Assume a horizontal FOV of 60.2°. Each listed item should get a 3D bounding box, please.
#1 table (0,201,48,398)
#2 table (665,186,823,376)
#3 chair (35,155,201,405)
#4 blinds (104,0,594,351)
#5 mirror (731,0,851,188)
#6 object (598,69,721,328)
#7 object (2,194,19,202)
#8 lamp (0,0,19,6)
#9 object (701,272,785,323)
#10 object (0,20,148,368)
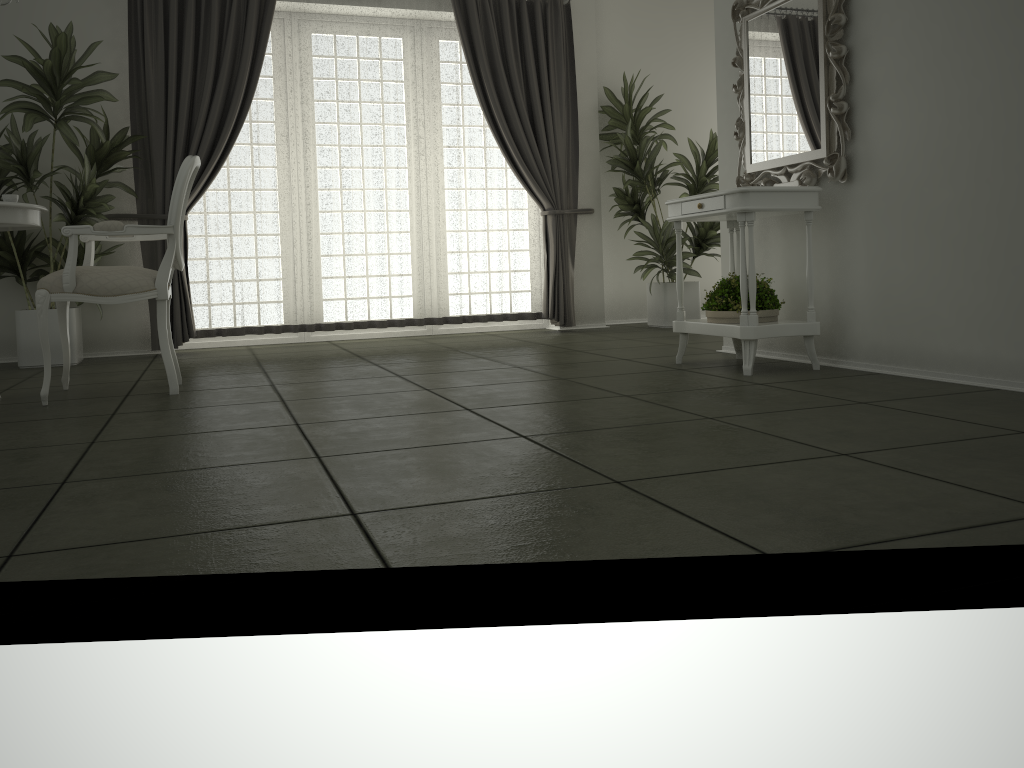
[{"bbox_3d":[-2.326,-0.319,3.674,0.741,0.827,0.743,-4,5,-22],"label":"table"},{"bbox_3d":[1.064,-0.483,4.118,0.433,0.802,0.701,-3,4,-19],"label":"table"},{"bbox_3d":[-1.736,-0.490,3.955,0.691,1.060,0.597,-3,3,-18],"label":"chair"},{"bbox_3d":[-1.066,-1.619,6.592,3.665,2.594,0.662,-4,3,-19],"label":"blinds"},{"bbox_3d":[1.294,-1.518,4.185,0.082,1.204,0.840,-3,4,-19],"label":"mirror"},{"bbox_3d":[1.286,-1.517,7.135,1.161,2.089,1.044,-2,3,-1],"label":"object"},{"bbox_3d":[-2.145,-0.785,3.787,0.062,0.049,0.078,-1,6,14],"label":"object"},{"bbox_3d":[-2.397,-2.677,3.600,0.594,2.430,0.594,-4,3,-41],"label":"lamp"},{"bbox_3d":[1.075,-0.409,4.124,0.374,0.231,0.348,-4,6,-23],"label":"object"},{"bbox_3d":[-2.955,-1.160,5.500,1.161,2.089,1.044,-2,3,-1],"label":"object"}]
